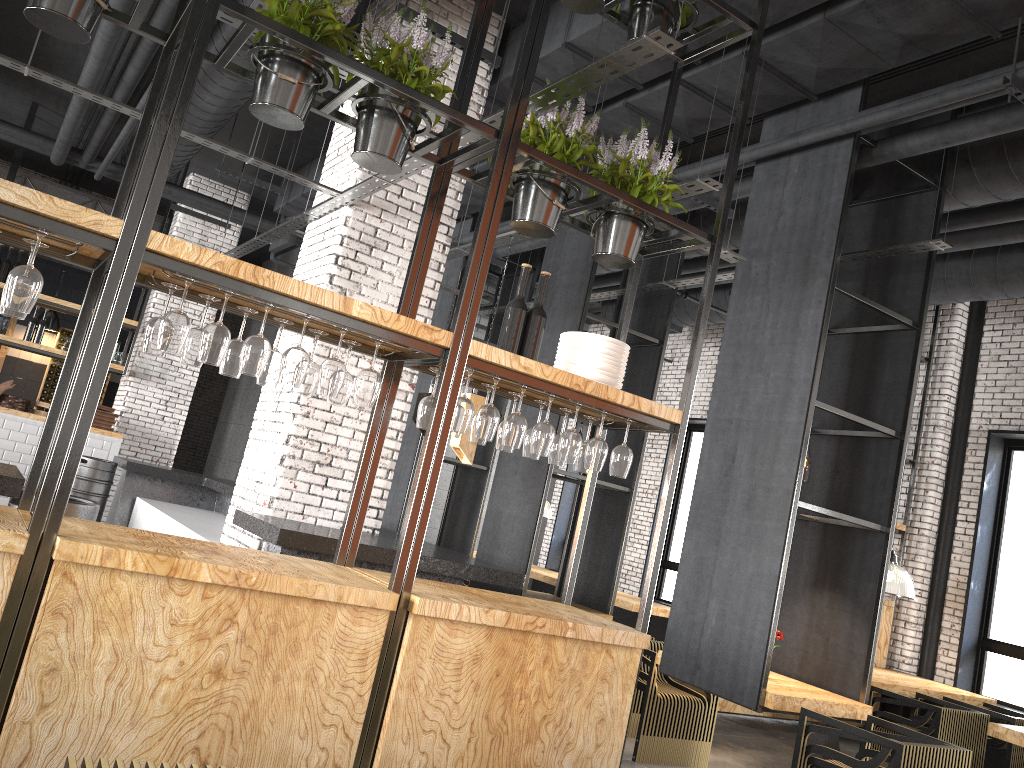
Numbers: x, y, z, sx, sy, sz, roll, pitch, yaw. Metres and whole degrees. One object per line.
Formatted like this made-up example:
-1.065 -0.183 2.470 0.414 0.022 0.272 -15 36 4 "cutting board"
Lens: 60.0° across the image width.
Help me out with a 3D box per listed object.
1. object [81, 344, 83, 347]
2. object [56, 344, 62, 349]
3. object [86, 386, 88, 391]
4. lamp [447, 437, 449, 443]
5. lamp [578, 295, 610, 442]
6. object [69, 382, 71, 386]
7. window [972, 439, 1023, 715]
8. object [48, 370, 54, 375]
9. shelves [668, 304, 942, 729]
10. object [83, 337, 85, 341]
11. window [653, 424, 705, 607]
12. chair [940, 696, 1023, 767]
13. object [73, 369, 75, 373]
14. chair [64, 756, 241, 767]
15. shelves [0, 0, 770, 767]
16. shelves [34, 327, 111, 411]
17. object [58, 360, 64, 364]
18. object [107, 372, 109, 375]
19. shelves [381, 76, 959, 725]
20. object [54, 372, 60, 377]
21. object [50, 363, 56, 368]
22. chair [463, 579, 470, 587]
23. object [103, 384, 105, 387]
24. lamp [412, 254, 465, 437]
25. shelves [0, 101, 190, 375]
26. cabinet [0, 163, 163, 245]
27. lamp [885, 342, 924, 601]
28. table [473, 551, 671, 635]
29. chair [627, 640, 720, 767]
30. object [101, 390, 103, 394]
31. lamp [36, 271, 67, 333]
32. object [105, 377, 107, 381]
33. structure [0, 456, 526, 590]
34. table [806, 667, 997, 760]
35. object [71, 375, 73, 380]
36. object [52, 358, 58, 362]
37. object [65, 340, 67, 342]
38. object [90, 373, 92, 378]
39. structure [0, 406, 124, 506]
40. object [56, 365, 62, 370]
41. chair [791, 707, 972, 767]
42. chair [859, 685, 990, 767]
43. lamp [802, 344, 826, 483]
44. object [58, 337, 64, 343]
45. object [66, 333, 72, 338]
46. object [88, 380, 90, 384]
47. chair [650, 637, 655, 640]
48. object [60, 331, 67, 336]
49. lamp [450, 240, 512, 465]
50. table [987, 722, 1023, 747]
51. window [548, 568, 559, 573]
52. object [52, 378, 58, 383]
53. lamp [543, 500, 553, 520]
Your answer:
-6.793 -0.612 13.968 0.079 0.079 0.283 18 -10 -30 "object"
-7.059 -0.585 13.826 0.079 0.079 0.283 18 -10 -30 "object"
-6.687 0.071 13.988 0.079 0.079 0.283 18 -10 -30 "object"
-0.624 -0.094 10.448 0.108 1.604 0.108 13 -9 1 "lamp"
0.751 -0.108 8.224 0.108 1.604 0.108 10 -10 16 "lamp"
-6.920 -0.003 13.846 0.079 0.079 0.283 18 -10 -30 "object"
5.020 1.856 8.723 0.364 2.707 0.748 18 -11 -30 "window"
-7.150 -0.179 13.754 0.079 0.079 0.283 18 -10 -30 "object"
3.052 0.890 8.976 2.326 5.035 0.689 18 -11 -30 "shelves"
-6.780 -0.713 14.002 0.079 0.079 0.283 18 -10 -30 "object"
2.506 1.880 12.788 0.364 2.707 0.748 18 -11 -30 "window"
4.105 3.157 7.592 0.655 0.732 0.638 18 -10 -32 "chair"
-6.896 -0.206 13.916 0.079 0.079 0.283 18 -10 -30 "object"
-0.571 1.201 1.648 0.655 0.732 0.638 18 -10 -28 "chair"
-0.732 -0.800 3.446 3.649 5.035 0.689 18 -11 -30 "shelves"
-6.945 0.266 13.927 0.887 2.155 0.251 18 -11 -30 "shelves"
-7.007 -0.357 13.806 0.079 0.079 0.283 18 -10 -30 "object"
-6.470 -0.184 14.145 0.079 0.079 0.283 18 -10 -30 "object"
0.711 -0.081 8.231 1.000 4.380 6.145 18 -10 -30 "shelves"
-7.064 -0.154 13.788 0.079 0.079 0.283 18 -10 -30 "object"
-7.114 -0.281 13.750 0.079 0.079 0.283 18 -10 -30 "object"
-0.346 2.288 8.633 0.655 0.732 0.638 18 -10 -31 "chair"
-6.532 0.020 14.136 0.079 0.079 0.283 18 -10 -30 "object"
-0.497 -0.310 6.421 0.127 1.399 0.127 18 -11 -30 "lamp"
-7.099 -2.342 10.446 5.661 3.076 0.597 18 -11 -30 "shelves"
-8.198 -2.466 12.459 5.847 1.774 0.682 18 -10 -30 "cabinet"
3.683 0.758 8.319 0.537 2.413 0.534 12 -9 5 "lamp"
0.595 2.968 11.879 0.997 0.766 4.134 18 -10 -30 "table"
1.021 2.272 6.403 0.655 0.732 0.638 18 -10 -28 "chair"
-6.545 0.121 14.102 0.079 0.079 0.283 18 -10 -30 "object"
-7.087 -1.303 13.755 0.389 0.940 0.390 18 -10 -28 "lamp"
-6.498 -0.082 14.136 0.079 0.079 0.283 18 -10 -30 "object"
-3.275 0.928 6.644 4.298 1.538 5.875 18 -10 -30 "structure"
3.248 3.003 7.996 2.110 0.766 1.000 18 -10 -30 "table"
-6.909 -0.105 13.882 0.079 0.079 0.283 18 -10 -30 "object"
-7.095 -0.382 13.775 0.079 0.079 0.283 18 -10 -30 "object"
-6.936 -0.662 13.853 0.079 0.079 0.283 18 -10 -30 "object"
-6.653 -0.132 14.041 0.079 0.079 0.283 18 -10 -30 "object"
-7.674 0.508 9.930 5.784 1.350 1.510 18 -10 -30 "structure"
-7.029 -0.256 13.785 0.079 0.079 0.283 18 -10 -30 "object"
1.996 2.271 4.881 0.655 0.732 0.638 18 -10 -32 "chair"
3.260 2.883 7.054 0.655 0.732 0.638 18 -10 -30 "chair"
2.101 -0.121 6.042 0.108 1.604 0.108 7 -11 31 "lamp"
-7.033 -0.686 13.839 0.079 0.079 0.283 18 -10 -30 "object"
-6.933 -0.763 13.904 0.079 0.079 0.283 18 -10 -30 "object"
-6.666 -0.030 14.008 0.079 0.079 0.283 18 -10 -30 "object"
0.615 2.276 7.061 0.655 0.732 0.638 18 -10 -28 "chair"
-6.992 -0.788 13.827 0.079 0.079 0.283 18 -10 -30 "object"
-0.171 -0.241 5.856 0.127 1.552 0.127 18 -11 -30 "lamp"
4.359 2.992 6.199 2.110 0.766 1.000 18 -10 -30 "table"
1.236 1.893 14.843 0.364 2.707 0.748 18 -11 -30 "window"
-7.098 -0.053 13.788 0.079 0.079 0.283 18 -10 -30 "object"
0.599 0.758 13.104 0.537 2.413 0.534 11 -9 11 "lamp"
